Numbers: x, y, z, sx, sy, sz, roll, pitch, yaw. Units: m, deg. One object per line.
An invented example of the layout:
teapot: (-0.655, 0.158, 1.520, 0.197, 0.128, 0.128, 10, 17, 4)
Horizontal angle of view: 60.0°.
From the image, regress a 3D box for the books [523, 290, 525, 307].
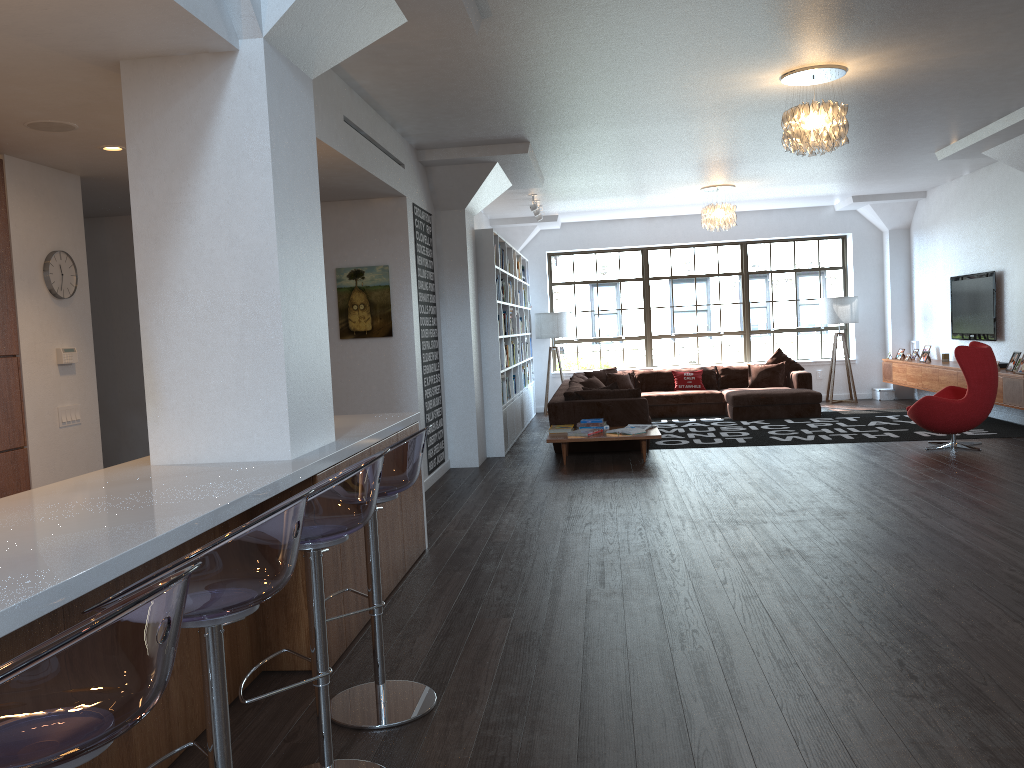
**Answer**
books: (0.086, -1.237, 12.886, 0.183, 0.253, 0.034, -3, 3, 5)

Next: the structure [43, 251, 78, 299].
structure: (-2.829, -0.685, 5.565, 0.040, 0.300, 0.300, -3, 3, 6)

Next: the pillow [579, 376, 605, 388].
pillow: (1.084, 0.099, 11.379, 0.325, 0.391, 0.625, -2, 4, 22)

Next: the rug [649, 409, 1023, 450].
rug: (3.624, 0.505, 10.693, 4.200, 0.007, 3.100, -2, 3, 7)

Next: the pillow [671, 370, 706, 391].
pillow: (2.567, -0.051, 12.895, 0.465, 0.308, 0.220, -3, 3, 2)

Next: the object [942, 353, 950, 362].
object: (5.745, -0.348, 11.748, 0.089, 0.110, 0.089, -6, 4, -39)

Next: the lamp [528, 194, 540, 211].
lamp: (0.267, -2.236, 10.953, 0.111, 0.211, 0.120, 0, 5, 40)

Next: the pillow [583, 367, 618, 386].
pillow: (1.367, -0.028, 12.973, 0.580, 0.418, 0.334, -4, 4, -21)

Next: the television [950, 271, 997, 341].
television: (5.679, -0.947, 10.946, 0.013, 0.816, 1.324, -3, 3, 6)

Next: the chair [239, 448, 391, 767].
chair: (-0.566, 0.705, 2.576, 0.481, 1.014, 0.530, -3, 3, 4)

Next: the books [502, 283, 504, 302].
books: (-0.178, -1.051, 10.294, 0.161, 0.223, 0.032, -3, 3, 6)

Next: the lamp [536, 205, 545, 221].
lamp: (0.370, -2.303, 11.970, 0.120, 0.211, 0.111, -4, 4, -20)

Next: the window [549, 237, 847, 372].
window: (2.958, -1.252, 14.226, 4.648, 1.905, 0.114, -3, 3, 6)

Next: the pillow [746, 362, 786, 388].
pillow: (3.629, -0.126, 12.662, 0.542, 0.362, 0.248, -1, 4, 27)

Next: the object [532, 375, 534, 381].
object: (0.168, -0.073, 13.658, 0.331, 0.088, 0.410, -3, 3, 6)

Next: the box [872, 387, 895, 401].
box: (5.648, 0.152, 13.487, 0.228, 0.165, 0.368, -3, 3, 6)

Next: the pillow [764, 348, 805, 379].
pillow: (3.846, -0.228, 12.799, 0.651, 0.587, 0.335, -4, 4, -15)

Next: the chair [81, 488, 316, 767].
chair: (-0.646, 0.748, 1.945, 0.481, 1.014, 0.530, -3, 3, 4)

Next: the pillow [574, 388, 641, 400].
pillow: (1.060, 0.224, 9.684, 0.750, 0.364, 0.289, -3, 3, 5)

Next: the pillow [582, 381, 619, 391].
pillow: (1.046, 0.166, 9.949, 0.269, 0.411, 0.559, -6, 4, -38)

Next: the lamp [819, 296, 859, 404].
lamp: (4.940, -0.513, 13.355, 0.545, 1.579, 0.545, -2, 4, 17)

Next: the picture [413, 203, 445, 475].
picture: (-0.749, -0.407, 8.126, 0.021, 2.380, 0.800, -3, 3, 6)

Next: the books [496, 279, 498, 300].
books: (-0.243, -1.011, 9.590, 0.172, 0.235, 0.112, -3, 3, 6)

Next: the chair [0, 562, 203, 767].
chair: (-0.682, 0.788, 1.314, 0.481, 1.014, 0.530, -2, 4, 8)

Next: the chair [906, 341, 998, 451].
chair: (4.247, 0.101, 8.568, 0.801, 1.006, 0.798, -1, 4, 31)

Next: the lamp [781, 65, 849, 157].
lamp: (2.090, -1.866, 6.129, 0.442, 0.539, 0.441, -6, 5, -42)

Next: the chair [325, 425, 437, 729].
chair: (-0.502, 0.664, 3.202, 0.481, 1.014, 0.530, -2, 4, 8)

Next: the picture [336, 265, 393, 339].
picture: (-1.250, -0.690, 7.503, 0.450, 0.600, 0.030, -3, 3, 6)

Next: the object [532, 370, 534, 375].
object: (0.164, -0.161, 13.652, 0.331, 0.088, 0.410, -3, 3, 6)

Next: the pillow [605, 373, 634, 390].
pillow: (1.549, -0.012, 12.858, 0.489, 0.337, 0.238, -5, 4, -24)

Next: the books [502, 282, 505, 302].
books: (-0.175, -1.065, 10.369, 0.174, 0.240, 0.054, -3, 3, 6)

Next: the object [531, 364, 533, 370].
object: (0.152, -0.248, 13.648, 0.316, 0.088, 0.410, -3, 3, 6)

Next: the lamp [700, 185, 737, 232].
lamp: (2.599, -2.197, 11.154, 0.442, 0.539, 0.441, -6, 5, -42)

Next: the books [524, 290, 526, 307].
books: (0.104, -1.248, 13.046, 0.183, 0.253, 0.034, -3, 3, 5)

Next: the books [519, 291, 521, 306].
books: (0.040, -1.201, 12.543, 0.158, 0.226, 0.052, -3, 3, 6)

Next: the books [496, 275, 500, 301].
books: (-0.224, -1.049, 9.747, 0.176, 0.290, 0.053, -3, 3, 6)

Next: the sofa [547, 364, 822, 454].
sofa: (2.311, 0.204, 11.320, 3.481, 0.664, 4.197, -3, 3, 6)

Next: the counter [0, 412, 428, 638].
counter: (-0.485, 0.839, 1.622, 3.039, 0.860, 8.182, -4, 4, -23)

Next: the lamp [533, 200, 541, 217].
lamp: (0.318, -2.269, 11.456, 0.120, 0.211, 0.111, -5, 4, -35)

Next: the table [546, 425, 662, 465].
table: (0.927, 0.618, 8.932, 1.100, 0.271, 0.853, -3, 3, 6)

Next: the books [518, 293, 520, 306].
books: (0.033, -1.178, 12.414, 0.136, 0.196, 0.045, -3, 3, 6)

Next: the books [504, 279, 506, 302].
books: (-0.162, -1.100, 10.533, 0.176, 0.291, 0.053, -3, 3, 6)

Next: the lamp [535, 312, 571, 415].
lamp: (0.666, -0.326, 13.905, 0.545, 1.579, 0.545, -3, 3, -5)
